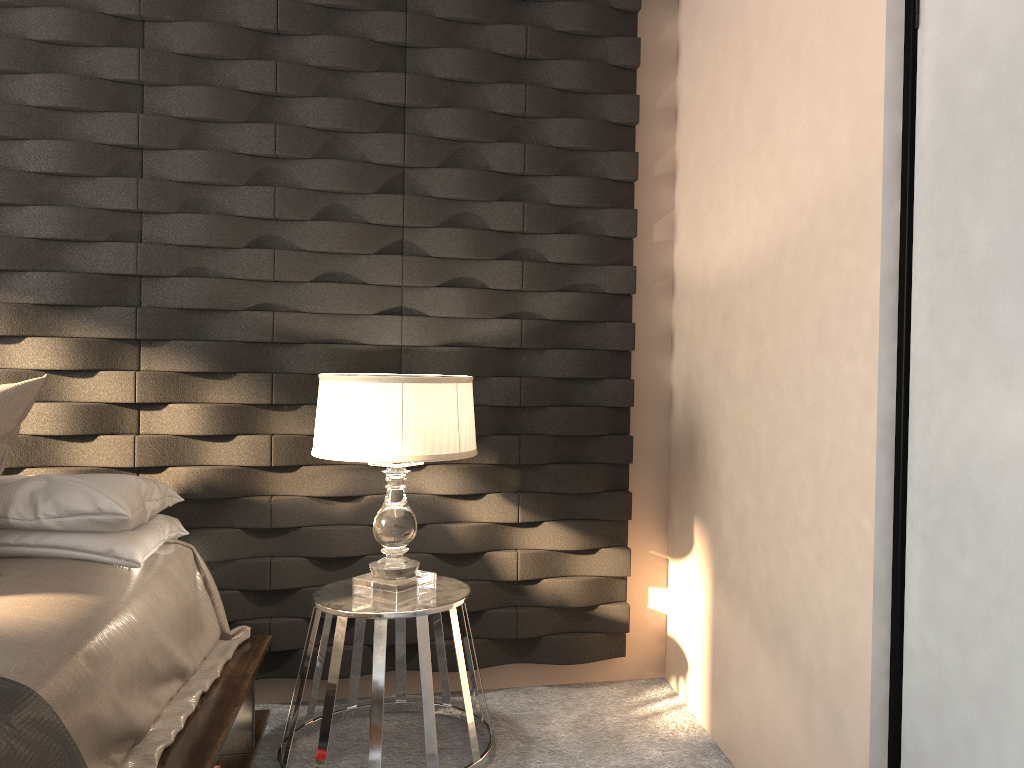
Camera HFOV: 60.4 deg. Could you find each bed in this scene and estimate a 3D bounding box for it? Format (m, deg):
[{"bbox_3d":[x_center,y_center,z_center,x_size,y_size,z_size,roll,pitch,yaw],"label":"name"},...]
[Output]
[{"bbox_3d":[-1.731,0.765,1.445,2.339,0.624,2.248,1,1,-10],"label":"bed"}]

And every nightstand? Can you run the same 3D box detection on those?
[{"bbox_3d":[-0.356,0.839,2.567,0.593,0.472,0.648,2,1,28],"label":"nightstand"}]

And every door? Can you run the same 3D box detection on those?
[{"bbox_3d":[0.864,0.087,1.305,0.157,2.093,0.982,1,1,-6],"label":"door"}]

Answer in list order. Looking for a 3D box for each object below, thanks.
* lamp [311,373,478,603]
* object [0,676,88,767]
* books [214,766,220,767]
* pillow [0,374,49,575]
[{"bbox_3d":[-0.336,0.290,2.546,0.441,0.630,0.491,2,1,42],"label":"lamp"},{"bbox_3d":[-1.672,0.599,1.001,2.100,0.322,0.604,1,1,-13],"label":"object"},{"bbox_3d":[-0.823,1.002,2.155,0.162,0.021,0.220,1,1,-9],"label":"books"},{"bbox_3d":[-1.809,0.197,1.810,1.282,0.518,0.883,1,1,-10],"label":"pillow"}]
